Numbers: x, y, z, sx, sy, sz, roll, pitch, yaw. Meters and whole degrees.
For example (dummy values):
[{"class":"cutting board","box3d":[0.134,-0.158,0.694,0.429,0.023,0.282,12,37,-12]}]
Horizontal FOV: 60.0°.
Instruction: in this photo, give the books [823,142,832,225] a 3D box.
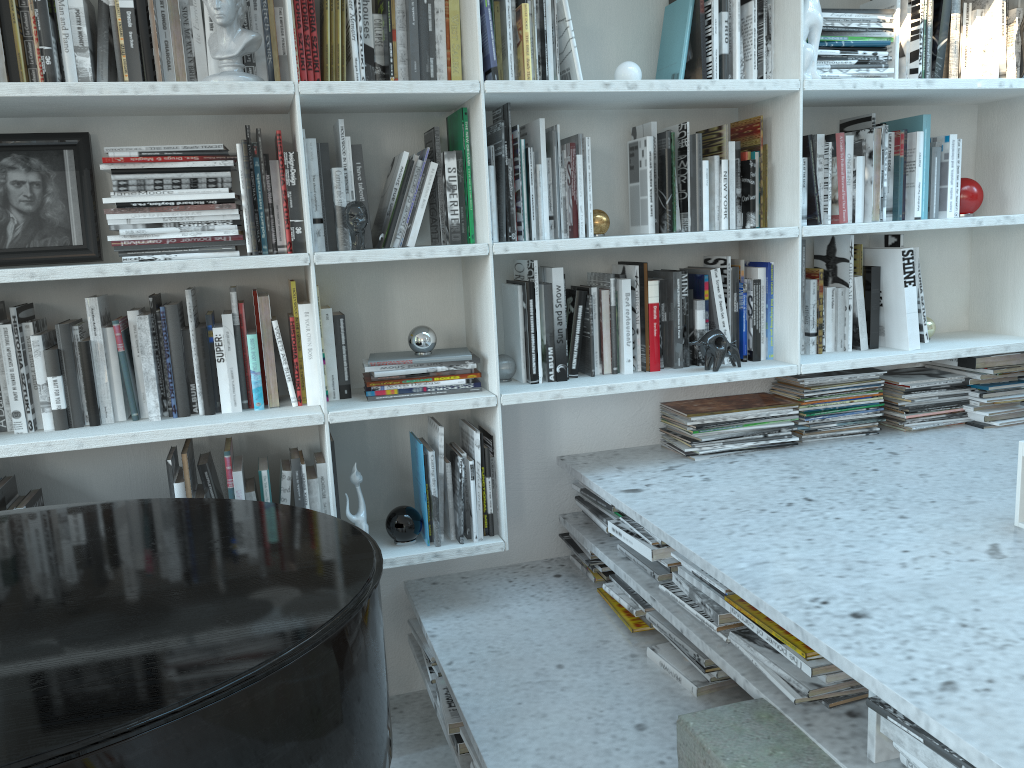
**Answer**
[{"class":"books","box3d":[0.861,-0.568,2.536,0.011,0.223,0.162,-6,11,-15]}]

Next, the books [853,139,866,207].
[{"class":"books","box3d":[0.962,-0.583,2.571,0.012,0.230,0.178,-6,11,-15]}]

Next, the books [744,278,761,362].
[{"class":"books","box3d":[0.655,-0.188,2.536,0.025,0.228,0.175,-6,11,-15]}]

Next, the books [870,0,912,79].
[{"class":"books","box3d":[1.086,-0.988,2.551,0.012,0.285,0.159,-6,11,-15]}]

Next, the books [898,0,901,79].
[{"class":"books","box3d":[1.060,-0.968,2.554,0.023,0.247,0.137,-6,11,-15]}]

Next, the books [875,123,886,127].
[{"class":"books","box3d":[1.033,-0.611,2.589,0.011,0.272,0.151,-6,11,-15]}]

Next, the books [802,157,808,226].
[{"class":"books","box3d":[0.784,-0.542,2.523,0.022,0.184,0.162,-6,10,-15]}]

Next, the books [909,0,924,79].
[{"class":"books","box3d":[1.104,-0.993,2.527,0.011,0.301,0.183,-6,11,-15]}]

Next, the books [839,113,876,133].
[{"class":"books","box3d":[1.000,-0.621,2.574,0.013,0.300,0.147,-6,11,-15]}]

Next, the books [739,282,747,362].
[{"class":"books","box3d":[0.624,-0.182,2.534,0.013,0.220,0.168,-6,11,-15]}]

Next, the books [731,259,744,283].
[{"class":"books","box3d":[0.627,-0.217,2.555,0.012,0.283,0.143,-6,11,-15]}]

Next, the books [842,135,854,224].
[{"class":"books","box3d":[0.917,-0.584,2.560,0.026,0.240,0.177,-6,11,-15]}]

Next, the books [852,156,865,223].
[{"class":"books","box3d":[0.947,-0.556,2.561,0.027,0.182,0.186,-6,10,-15]}]

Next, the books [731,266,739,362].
[{"class":"books","box3d":[0.603,-0.204,2.537,0.021,0.265,0.149,-6,11,-15]}]

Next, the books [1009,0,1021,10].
[{"class":"books","box3d":[1.473,-1.027,2.666,0.029,0.284,0.138,-6,11,-15]}]

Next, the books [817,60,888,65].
[{"class":"books","box3d":[0.899,-0.894,2.507,0.254,0.012,0.160,-5,10,-13]}]

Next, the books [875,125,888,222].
[{"class":"books","box3d":[1.017,-0.601,2.565,0.012,0.263,0.186,-6,11,-15]}]

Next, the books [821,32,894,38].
[{"class":"books","box3d":[0.899,-0.966,2.495,0.285,0.012,0.159,-5,10,-13]}]

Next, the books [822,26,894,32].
[{"class":"books","box3d":[0.900,-0.976,2.486,0.285,0.012,0.159,-7,10,-20]}]

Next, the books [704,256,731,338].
[{"class":"books","box3d":[0.586,-0.216,2.529,0.013,0.294,0.134,-6,11,-15]}]

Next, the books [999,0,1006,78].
[{"class":"books","box3d":[1.378,-0.990,2.613,0.041,0.239,0.176,-6,11,-15]}]

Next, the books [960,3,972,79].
[{"class":"books","box3d":[1.292,-0.985,2.619,0.028,0.235,0.129,-6,11,-15]}]

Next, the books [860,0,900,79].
[{"class":"books","box3d":[1.047,-0.967,2.532,0.012,0.254,0.160,-6,11,-15]}]

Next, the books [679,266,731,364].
[{"class":"books","box3d":[0.550,-0.198,2.511,0.070,0.267,0.185,-6,11,-15]}]

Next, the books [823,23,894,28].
[{"class":"books","box3d":[0.898,-0.989,2.490,0.285,0.012,0.159,-5,10,-13]}]

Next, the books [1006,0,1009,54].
[{"class":"books","box3d":[1.405,-1.003,2.634,0.024,0.255,0.144,-6,11,-15]}]

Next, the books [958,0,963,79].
[{"class":"books","box3d":[1.263,-0.990,2.611,0.031,0.250,0.133,-6,11,-15]}]

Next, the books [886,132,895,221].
[{"class":"books","box3d":[1.051,-0.601,2.599,0.026,0.247,0.165,-6,11,-15]}]

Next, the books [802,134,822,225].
[{"class":"books","box3d":[0.809,-0.574,2.521,0.047,0.244,0.177,-6,11,-15]}]

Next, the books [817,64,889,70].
[{"class":"books","box3d":[0.901,-0.881,2.505,0.254,0.012,0.160,-5,10,-11]}]

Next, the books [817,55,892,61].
[{"class":"books","box3d":[0.900,-0.906,2.505,0.285,0.012,0.159,-6,10,-17]}]

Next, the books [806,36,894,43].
[{"class":"books","box3d":[0.900,-0.954,2.495,0.285,0.012,0.159,-6,10,-18]}]

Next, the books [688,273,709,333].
[{"class":"books","box3d":[0.511,-0.186,2.508,0.012,0.249,0.164,-6,11,-15]}]

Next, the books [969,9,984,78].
[{"class":"books","box3d":[1.321,-0.975,2.622,0.025,0.213,0.155,-6,11,-15]}]

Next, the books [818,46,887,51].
[{"class":"books","box3d":[0.897,-0.930,2.505,0.254,0.012,0.160,-6,10,-15]}]

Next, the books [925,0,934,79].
[{"class":"books","box3d":[1.133,-0.965,2.548,0.030,0.237,0.179,-6,11,-15]}]

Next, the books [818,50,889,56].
[{"class":"books","box3d":[0.901,-0.917,2.497,0.254,0.012,0.160,-7,10,-20]}]

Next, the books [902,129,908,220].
[{"class":"books","box3d":[1.105,-0.611,2.619,0.012,0.254,0.160,-6,11,-15]}]

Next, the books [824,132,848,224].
[{"class":"books","box3d":[0.887,-0.581,2.536,0.045,0.247,0.185,-6,11,-15]}]

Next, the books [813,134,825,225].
[{"class":"books","box3d":[0.840,-0.580,2.541,0.024,0.247,0.143,-6,11,-15]}]

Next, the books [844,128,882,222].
[{"class":"books","box3d":[0.987,-0.594,2.552,0.028,0.255,0.191,-6,11,-15]}]

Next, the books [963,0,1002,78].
[{"class":"books","box3d":[1.348,-1.003,2.600,0.021,0.271,0.191,-6,11,-15]}]

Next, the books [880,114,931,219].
[{"class":"books","box3d":[1.151,-0.630,2.607,0.026,0.291,0.181,-6,11,-15]}]

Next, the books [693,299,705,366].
[{"class":"books","box3d":[0.497,-0.151,2.507,0.025,0.181,0.168,-6,10,-15]}]

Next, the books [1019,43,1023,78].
[{"class":"books","box3d":[1.456,-0.968,2.641,0.027,0.179,0.166,-6,10,-15]}]

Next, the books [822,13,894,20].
[{"class":"books","box3d":[0.897,-1.013,2.486,0.285,0.012,0.159,-6,10,-17]}]

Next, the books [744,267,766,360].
[{"class":"books","box3d":[0.677,-0.206,2.546,0.026,0.258,0.156,-6,11,-15]}]

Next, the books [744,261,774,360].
[{"class":"books","box3d":[0.700,-0.215,2.552,0.025,0.273,0.171,-6,11,-15]}]

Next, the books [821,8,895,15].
[{"class":"books","box3d":[0.896,-1.025,2.484,0.285,0.012,0.159,-5,10,-13]}]

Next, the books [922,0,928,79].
[{"class":"books","box3d":[1.113,-1.013,2.526,0.010,0.340,0.179,-6,11,-15]}]

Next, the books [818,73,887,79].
[{"class":"books","box3d":[0.902,-0.857,2.509,0.254,0.012,0.160,-6,10,-19]}]

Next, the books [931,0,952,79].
[{"class":"books","box3d":[1.186,-0.994,2.563,0.059,0.282,0.167,-6,11,-15]}]

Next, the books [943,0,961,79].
[{"class":"books","box3d":[1.238,-0.980,2.587,0.031,0.243,0.146,-6,11,-15]}]

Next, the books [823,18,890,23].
[{"class":"books","box3d":[0.897,-1.001,2.488,0.254,0.012,0.160,-5,10,-13]}]

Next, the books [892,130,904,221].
[{"class":"books","box3d":[1.075,-0.601,2.585,0.014,0.250,0.176,-6,11,-15]}]

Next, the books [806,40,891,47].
[{"class":"books","box3d":[0.902,-0.941,2.493,0.254,0.012,0.160,-5,10,-10]}]

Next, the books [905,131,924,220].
[{"class":"books","box3d":[1.129,-0.604,2.601,0.023,0.244,0.189,-6,11,-15]}]

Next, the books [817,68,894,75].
[{"class":"books","box3d":[0.902,-0.869,2.505,0.285,0.012,0.159,-5,10,-10]}]
